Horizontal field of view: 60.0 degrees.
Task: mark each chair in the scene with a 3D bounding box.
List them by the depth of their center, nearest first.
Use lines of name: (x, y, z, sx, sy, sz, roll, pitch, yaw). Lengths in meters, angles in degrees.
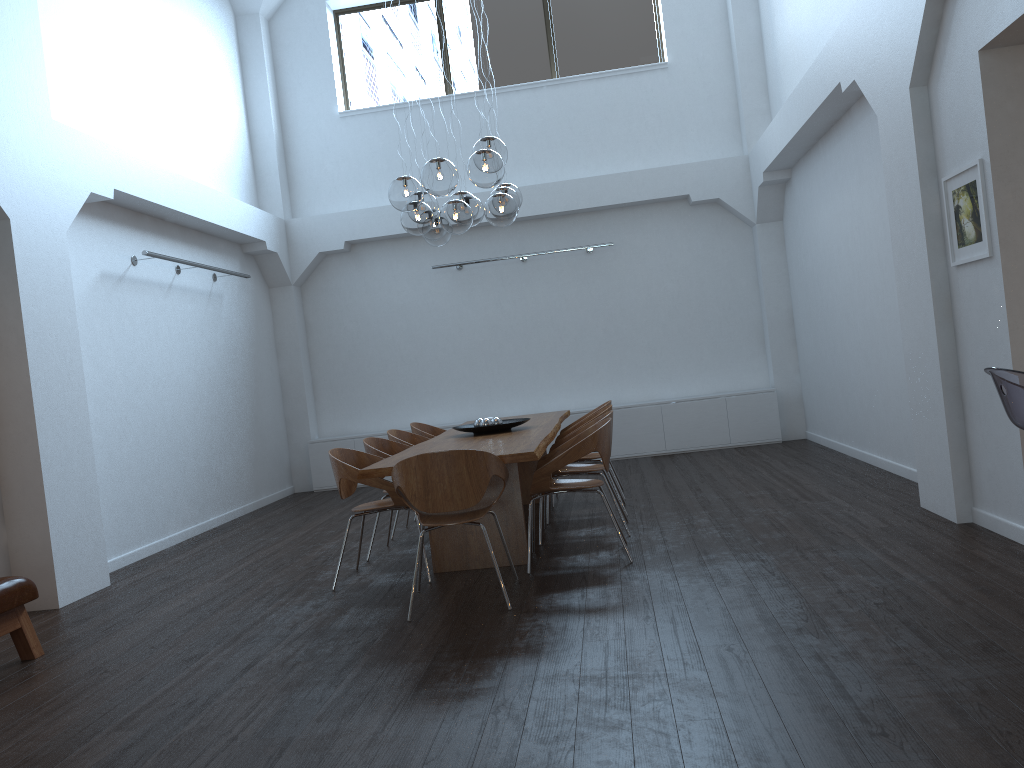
chair: (1.868, 0.422, 2.892, 0.481, 1.014, 0.530, -7, 1, 8)
chair: (-0.306, 0.743, 4.743, 0.629, 0.833, 0.618, -7, 1, 1)
chair: (0.368, 0.653, 5.425, 0.618, 0.833, 0.629, -7, 1, 4)
chair: (-0.801, 0.788, 5.558, 0.617, 0.830, 0.629, -7, 1, 6)
chair: (0.467, 0.629, 6.199, 0.618, 0.833, 0.629, -7, 1, 6)
chair: (-0.715, 0.767, 6.321, 0.618, 0.833, 0.629, -7, 1, 8)
chair: (0.546, 0.608, 6.959, 0.618, 0.833, 0.629, -7, 1, 6)
chair: (-0.655, 0.748, 7.082, 0.618, 0.833, 0.629, -7, 1, 6)
chair: (0.626, 0.586, 7.722, 0.618, 0.833, 0.629, -7, 1, 6)
chair: (-0.561, 0.724, 7.857, 0.618, 0.833, 0.629, -7, 1, 6)

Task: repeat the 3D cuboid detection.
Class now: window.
window: (-0.192, -4.319, 11.191, 3.970, 1.308, 0.005, -7, 1, 6)

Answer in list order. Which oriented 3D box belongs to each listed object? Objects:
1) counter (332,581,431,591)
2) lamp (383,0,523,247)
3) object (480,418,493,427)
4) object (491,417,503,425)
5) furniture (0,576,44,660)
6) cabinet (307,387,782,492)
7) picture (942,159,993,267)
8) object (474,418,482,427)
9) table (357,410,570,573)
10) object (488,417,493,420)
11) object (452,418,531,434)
counter: (1.684, 0.528, 2.591, 3.039, 0.860, 8.182, -7, 1, -23)
lamp: (-0.466, -2.091, 6.298, 0.849, 2.140, 1.787, -7, 1, 5)
object: (-0.191, 0.304, 6.583, 0.100, 0.100, 0.100, -7, 1, -39)
object: (-0.116, 0.299, 6.650, 0.100, 0.100, 0.100, -7, 1, -39)
furniture: (-3.005, 1.268, 3.807, 0.907, 0.453, 1.819, -7, 1, 6)
cabinet: (0.334, 0.677, 10.705, 5.580, 0.626, 0.478, -7, 1, 6)
picture: (2.441, -0.906, 4.770, 0.018, 0.500, 0.500, -7, 1, 6)
object: (-0.238, 0.308, 6.673, 0.100, 0.100, 0.100, -7, 1, -39)
table: (-0.103, 0.731, 6.658, 1.012, 0.750, 3.803, -7, 1, 6)
object: (-0.164, 0.300, 6.741, 0.100, 0.100, 0.100, -7, 1, -39)
object: (-0.150, 0.326, 6.647, 0.592, 0.066, 0.592, -7, 1, -36)
